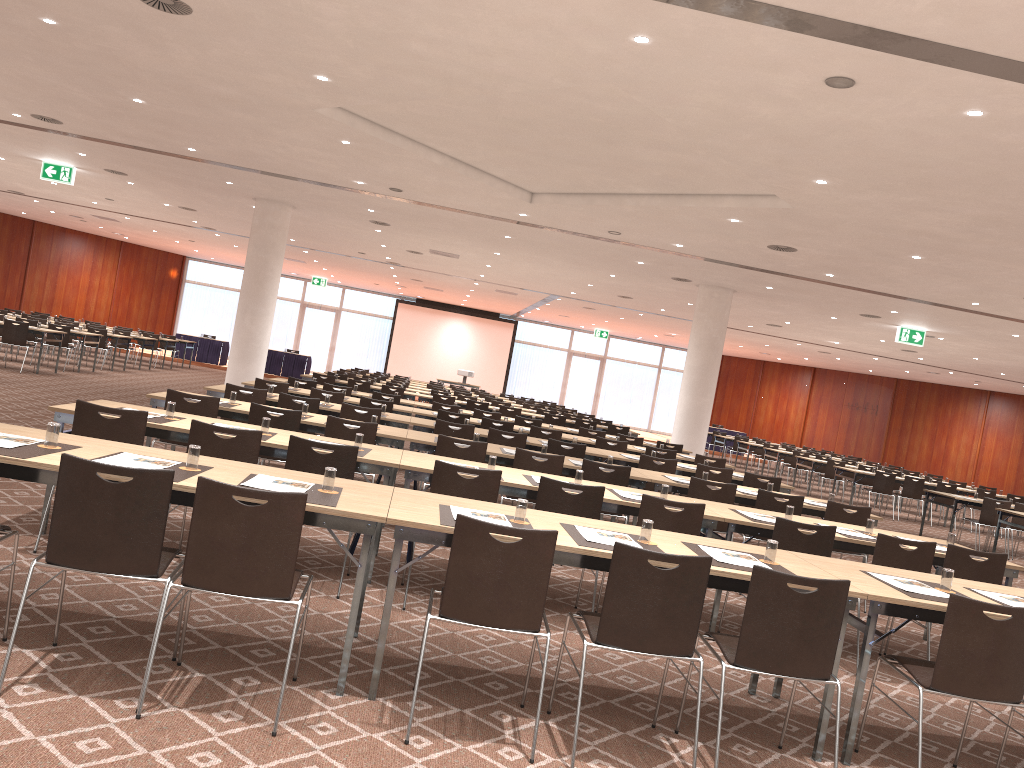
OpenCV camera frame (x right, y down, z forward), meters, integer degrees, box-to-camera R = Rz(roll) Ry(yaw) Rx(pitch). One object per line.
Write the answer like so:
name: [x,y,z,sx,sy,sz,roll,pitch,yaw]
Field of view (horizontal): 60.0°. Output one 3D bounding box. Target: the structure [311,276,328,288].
structure: [-7.632,-4.038,35.118,0.587,0.346,0.105,10,1,-6]

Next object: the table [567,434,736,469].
table: [1.885,1.356,12.712,2.267,0.833,0.953,10,1,-6]

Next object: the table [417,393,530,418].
table: [-0.873,0.811,17.950,2.267,0.833,0.953,10,1,-6]

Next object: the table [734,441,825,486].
table: [7.467,2.222,24.849,2.267,0.833,0.953,10,1,-6]

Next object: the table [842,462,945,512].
table: [9.885,2.670,23.092,2.267,0.833,0.953,10,1,-6]

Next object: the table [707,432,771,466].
table: [7.078,2.111,28.827,2.267,0.833,0.953,10,1,-6]

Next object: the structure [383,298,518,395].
structure: [-2.549,-1.549,37.162,5.159,3.526,0.395,10,1,-6]

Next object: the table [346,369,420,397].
table: [-4.070,0.141,27.663,2.267,0.833,0.953,10,1,-6]

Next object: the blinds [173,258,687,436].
blinds: [-2.542,-1.336,37.553,22.856,3.817,0.115,10,1,-6]

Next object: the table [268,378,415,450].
table: [-2.757,0.515,14.236,2.267,0.833,0.953,10,1,-6]

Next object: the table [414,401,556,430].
table: [-0.533,0.908,14.469,2.267,0.833,0.953,10,1,-6]

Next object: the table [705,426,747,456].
table: [7.539,2.034,32.108,1.712,0.832,1.041,10,1,-6]

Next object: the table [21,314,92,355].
table: [-12.955,-1.409,24.725,2.267,0.833,0.953,10,1,-6]

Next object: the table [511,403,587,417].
table: [0.962,1.093,22.160,2.267,0.833,0.953,10,1,-6]

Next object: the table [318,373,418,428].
table: [-3.292,0.362,19.706,2.267,0.833,0.953,10,1,-6]

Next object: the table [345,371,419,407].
table: [-3.875,0.196,25.673,2.267,0.833,0.953,10,1,-6]

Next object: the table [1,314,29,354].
table: [-12.566,-1.298,20.747,2.267,0.833,0.953,10,1,-6]

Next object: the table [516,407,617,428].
table: [1.156,1.148,20.171,2.267,0.833,0.953,10,1,-6]

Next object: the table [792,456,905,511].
table: [7.855,2.332,20.871,2.267,0.833,0.953,10,1,-6]

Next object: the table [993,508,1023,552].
table: [8.585,2.540,13.412,2.267,0.833,0.953,10,1,-6]

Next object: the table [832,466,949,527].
table: [8.050,2.388,18.882,2.267,0.833,0.953,10,1,-6]

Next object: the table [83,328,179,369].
table: [-10.731,-1.016,24.957,2.267,0.833,0.953,10,1,-6]

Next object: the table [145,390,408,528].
table: [-2.174,0.681,8.269,2.267,0.833,0.953,10,1,-6]

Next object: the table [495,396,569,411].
table: [0.573,0.982,26.138,2.267,0.833,0.953,10,1,-6]

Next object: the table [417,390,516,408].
table: [-1.068,0.755,19.939,2.267,0.833,0.953,10,1,-6]

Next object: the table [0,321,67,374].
table: [-9.953,-0.794,17.001,2.267,0.833,0.953,10,1,-6]

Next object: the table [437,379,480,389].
table: [-1.955,0.356,31.133,1.540,0.832,0.953,10,1,-6]

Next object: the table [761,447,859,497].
table: [7.661,2.277,22.860,2.267,0.833,0.953,10,1,-6]

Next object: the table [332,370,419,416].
table: [-3.681,0.251,23.684,2.267,0.833,0.953,10,1,-6]

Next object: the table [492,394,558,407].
table: [0.378,0.927,28.127,2.267,0.833,0.953,10,1,-6]

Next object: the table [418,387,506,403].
table: [-1.262,0.700,21.928,2.267,0.833,0.953,10,1,-6]

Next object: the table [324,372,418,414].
table: [-3.486,0.307,21.695,2.267,0.833,0.953,10,1,-6]

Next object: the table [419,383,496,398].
table: [-1.651,0.589,25.906,2.267,0.833,0.953,10,1,-6]

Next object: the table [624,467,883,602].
table: [2.274,1.467,8.734,2.267,0.833,0.953,10,1,-6]

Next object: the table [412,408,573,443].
table: [-0.339,0.963,12.480,2.267,0.833,0.953,10,1,-6]

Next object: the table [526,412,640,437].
table: [1.351,1.204,18.182,2.267,0.833,0.953,10,1,-6]

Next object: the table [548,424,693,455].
table: [1.691,1.301,14.701,2.267,0.833,0.953,10,1,-6]

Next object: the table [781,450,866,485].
table: [9.496,2.559,27.070,2.267,0.833,0.953,10,1,-6]

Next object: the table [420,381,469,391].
table: [-1.846,0.534,27.895,2.267,0.833,0.953,10,1,-6]

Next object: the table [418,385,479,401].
table: [-1.457,0.644,23.917,2.267,0.833,0.953,10,1,-6]

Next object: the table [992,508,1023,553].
table: [8.585,2.540,13.412,2.267,0.833,0.953,10,1,-6]

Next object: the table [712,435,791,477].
table: [7.272,2.166,26.838,2.267,0.833,0.953,10,1,-6]

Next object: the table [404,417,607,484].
table: [-0.144,1.018,10.491,2.267,0.833,0.953,10,1,-6]

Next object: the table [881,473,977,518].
table: [10.079,2.725,21.103,2.267,0.833,0.953,10,1,-6]

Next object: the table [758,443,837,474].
table: [9.302,2.504,29.060,2.267,0.833,0.953,10,1,-6]

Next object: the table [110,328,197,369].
table: [-10.925,-1.071,26.946,2.267,0.833,0.953,10,1,-6]

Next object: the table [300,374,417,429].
table: [-3.097,0.418,17.717,2.267,0.833,0.953,10,1,-6]

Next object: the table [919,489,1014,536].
table: [8.390,2.485,15.401,2.267,0.833,0.953,10,1,-6]

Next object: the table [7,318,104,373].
table: [-10.147,-0.849,18.990,2.267,0.833,0.953,10,1,-6]

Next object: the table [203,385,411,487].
table: [-2.368,0.625,10.258,2.267,0.833,0.953,10,1,-6]

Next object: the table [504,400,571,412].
table: [0.767,1.038,24.149,2.267,0.833,0.953,10,1,-6]

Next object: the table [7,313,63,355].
table: [-12.760,-1.353,22.736,2.267,0.833,0.953,10,1,-6]

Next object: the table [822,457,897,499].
table: [9.691,2.615,25.081,2.267,0.833,0.953,10,1,-6]

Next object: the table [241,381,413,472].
table: [-2.563,0.570,12.247,2.267,0.833,0.953,10,1,-6]

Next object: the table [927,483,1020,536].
table: [10.274,2.781,19.114,2.267,0.833,0.953,10,1,-6]

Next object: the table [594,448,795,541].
table: [2.080,1.411,10.723,2.267,0.833,0.953,10,1,-6]

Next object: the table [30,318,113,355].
table: [-13.149,-1.464,26.714,2.267,0.833,0.953,10,1,-6]

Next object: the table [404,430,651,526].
table: [0.050,1.074,8.501,2.267,0.833,0.953,10,1,-6]

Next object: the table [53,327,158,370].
table: [-10.536,-0.960,22.968,2.267,0.833,0.953,10,1,-6]
